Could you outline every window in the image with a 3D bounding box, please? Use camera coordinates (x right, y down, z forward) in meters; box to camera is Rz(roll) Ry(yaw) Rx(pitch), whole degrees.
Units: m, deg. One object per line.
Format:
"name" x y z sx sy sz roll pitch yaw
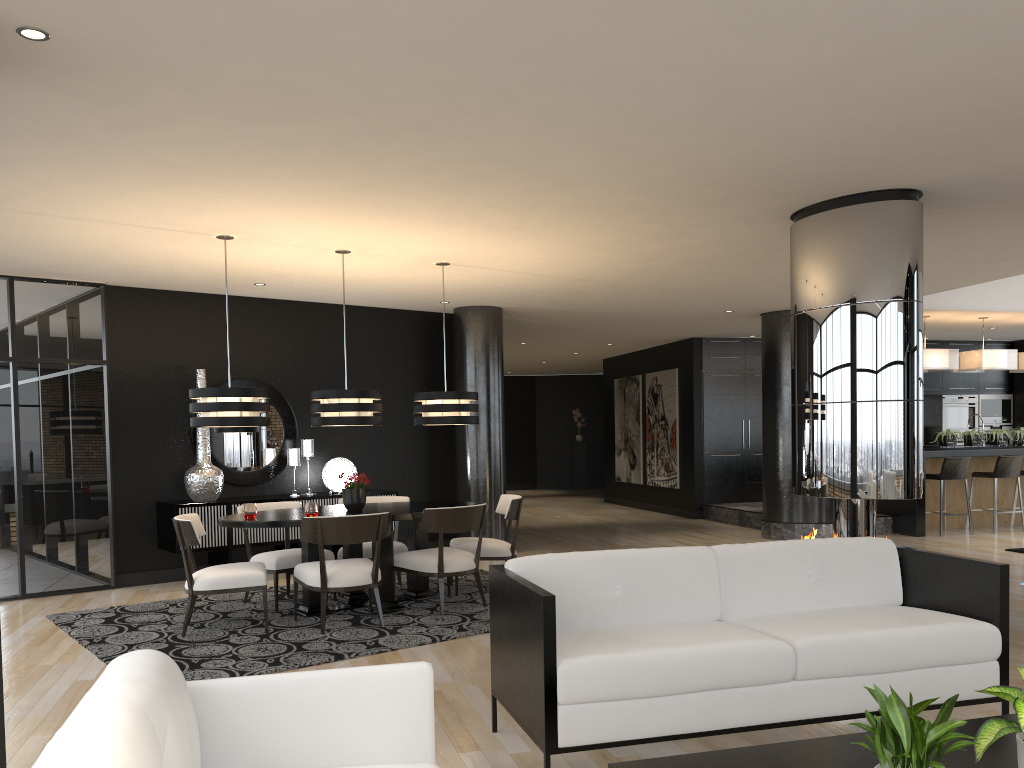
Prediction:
"window" 3.984 -0.785 6.286 15.878 4.790 10.138 0 -3 -28

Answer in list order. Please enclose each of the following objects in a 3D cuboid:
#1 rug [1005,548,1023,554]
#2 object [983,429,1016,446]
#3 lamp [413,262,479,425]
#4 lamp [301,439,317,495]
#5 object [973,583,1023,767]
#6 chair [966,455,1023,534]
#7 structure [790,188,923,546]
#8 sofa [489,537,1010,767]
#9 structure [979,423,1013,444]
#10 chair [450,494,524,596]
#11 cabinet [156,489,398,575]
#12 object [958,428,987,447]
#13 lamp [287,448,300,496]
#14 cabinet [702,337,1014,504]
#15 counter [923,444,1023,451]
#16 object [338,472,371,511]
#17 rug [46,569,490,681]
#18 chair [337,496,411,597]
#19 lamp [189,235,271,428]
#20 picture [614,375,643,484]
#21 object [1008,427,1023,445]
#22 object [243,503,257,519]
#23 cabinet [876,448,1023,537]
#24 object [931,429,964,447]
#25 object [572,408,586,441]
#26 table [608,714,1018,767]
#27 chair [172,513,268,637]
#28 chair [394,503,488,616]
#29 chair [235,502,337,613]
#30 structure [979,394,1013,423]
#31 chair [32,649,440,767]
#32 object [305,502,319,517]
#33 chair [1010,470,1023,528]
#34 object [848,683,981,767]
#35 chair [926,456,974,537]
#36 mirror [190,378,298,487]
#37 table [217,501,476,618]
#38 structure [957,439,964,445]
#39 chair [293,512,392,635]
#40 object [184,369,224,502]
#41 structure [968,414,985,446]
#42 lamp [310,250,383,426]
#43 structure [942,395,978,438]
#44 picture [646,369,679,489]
"rug" 7.005 1.681 8.528 3.031 0.011 2.484 0 -3 -14
"object" 6.270 0.681 11.283 0.406 0.217 0.398 -1 -2 10
"lamp" -0.553 -0.329 7.250 0.535 1.331 0.535 -2 2 -38
"lamp" -2.046 0.831 8.848 0.132 0.551 0.124 -1 2 15
"object" 1.348 0.762 2.228 0.356 0.632 0.369 -1 1 4
"chair" 6.096 1.372 11.099 0.475 0.965 0.518 -1 1 -15
"structure" 2.201 0.241 5.679 0.586 2.747 0.891 -2 2 -27
"sofa" 0.993 1.123 3.792 2.031 0.805 0.838 0 -1 -15
"structure" 8.056 0.876 14.696 0.678 0.446 0.070 -1 2 -15
"chair" -0.203 1.356 7.478 0.616 0.807 0.642 -1 0 -9
"cabinet" -2.234 1.481 8.662 2.235 0.767 0.610 1 -1 -37
"object" 5.844 0.672 11.194 0.398 0.239 0.406 -1 -2 10
"lamp" -2.148 0.867 8.697 0.124 0.466 0.132 -2 2 -15
"cabinet" 5.549 0.577 14.352 5.724 2.531 0.727 0 2 -15
"counter" 6.214 0.824 11.589 3.113 0.032 1.181 0 -3 -15
"object" -1.201 0.819 6.768 0.237 0.299 0.229 -1 0 -35
"rug" -1.246 1.733 6.793 3.719 0.011 2.720 1 -4 -38
"chair" -1.161 1.375 7.487 0.642 0.807 0.616 -1 0 -9
"lamp" -1.983 -0.365 6.163 0.535 1.331 0.535 -2 2 -38
"picture" 2.082 0.816 15.678 0.077 1.876 1.154 -2 1 -15
"object" 6.633 0.669 11.383 0.406 0.239 0.397 -1 -2 10
"object" -1.845 0.893 6.210 0.095 0.106 0.095 -1 0 19
"cabinet" 6.223 1.360 11.610 3.113 1.039 1.180 0 -1 -15
"object" 5.442 0.675 11.111 0.406 0.239 0.397 -1 -2 10
"object" 1.603 0.967 21.000 0.339 0.788 0.228 -1 2 14
"table" 1.430 1.252 2.261 2.031 0.351 1.266 0 -3 -15
"chair" -2.027 1.313 6.146 0.616 0.807 0.642 -1 0 -17
"chair" -0.524 1.319 6.733 0.642 0.807 0.616 -1 0 -45
"chair" -1.819 1.361 7.034 0.616 0.807 0.642 -1 0 38
"structure" 8.047 0.411 14.678 0.676 0.475 0.026 -1 2 -15
"chair" -0.458 1.005 1.730 0.854 0.856 1.002 -1 -1 -15
"object" -1.410 0.885 6.211 0.095 0.106 0.095 -1 0 -26
"chair" 6.771 1.370 11.282 0.475 0.965 0.518 -1 1 -15
"object" 0.949 0.895 2.106 0.214 0.370 0.284 -2 0 -37
"chair" 5.336 1.374 10.894 0.475 0.965 0.518 -1 1 -15
"mirror" -2.620 0.476 8.704 1.075 1.079 0.025 -1 1 -37
"table" -1.195 1.353 6.806 2.104 0.770 1.210 1 -3 -36
"structure" 7.374 1.254 14.532 0.701 0.708 0.085 -1 2 -15
"chair" -1.190 1.300 6.182 0.642 0.807 0.616 -1 0 -28
"object" -2.835 0.473 8.098 0.343 1.211 0.343 -2 2 -29
"structure" 6.137 0.914 11.876 2.775 1.021 0.655 0 0 -16
"lamp" -1.268 -0.347 6.707 0.535 1.331 0.535 -2 2 -38
"structure" 7.361 0.532 14.505 0.701 0.708 0.085 -1 2 -15
"picture" 2.451 0.731 14.322 0.077 1.876 1.154 -2 1 -15
